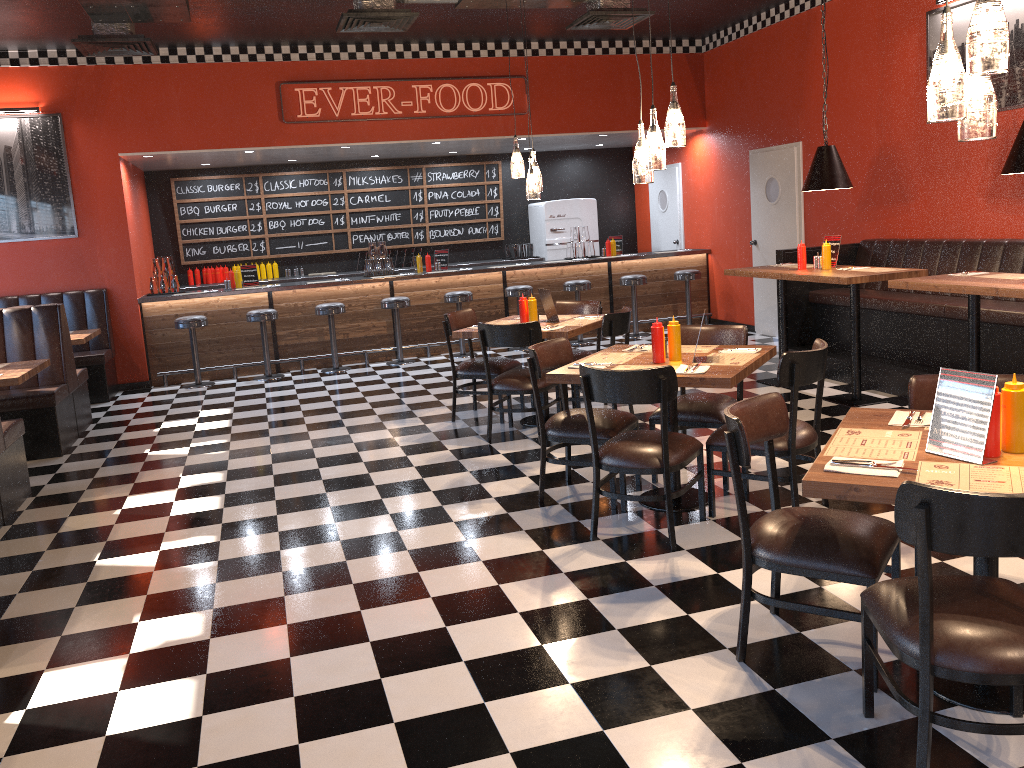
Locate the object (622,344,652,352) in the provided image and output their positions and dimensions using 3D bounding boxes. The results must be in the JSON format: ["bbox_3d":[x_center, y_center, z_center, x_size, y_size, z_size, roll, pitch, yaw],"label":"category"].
[{"bbox_3d":[0.738,-0.210,5.135,0.157,0.019,0.256,2,12,31],"label":"object"}]

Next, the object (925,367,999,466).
[{"bbox_3d":[1.331,0.092,2.627,0.072,0.255,0.189,-8,10,-25],"label":"object"}]

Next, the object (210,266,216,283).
[{"bbox_3d":[-4.079,-1.491,12.070,0.068,0.236,0.068,-6,8,-13],"label":"object"}]

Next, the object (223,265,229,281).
[{"bbox_3d":[-3.894,-1.505,12.074,0.068,0.236,0.068,-6,8,-13],"label":"object"}]

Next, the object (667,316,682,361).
[{"bbox_3d":[0.854,-0.240,4.656,0.068,0.236,0.068,-6,8,-10],"label":"object"}]

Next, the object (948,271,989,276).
[{"bbox_3d":[2.990,-0.729,5.835,0.255,0.019,0.158,-8,11,-19],"label":"object"}]

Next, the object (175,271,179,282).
[{"bbox_3d":[-4.528,-1.409,11.876,0.106,0.207,0.106,-9,10,-30],"label":"object"}]

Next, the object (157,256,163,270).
[{"bbox_3d":[-4.610,-1.571,11.641,0.106,0.207,0.106,-9,10,-30],"label":"object"}]

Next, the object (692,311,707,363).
[{"bbox_3d":[0.975,-0.252,4.620,0.072,0.255,0.189,-2,9,14],"label":"object"}]

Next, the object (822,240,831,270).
[{"bbox_3d":[2.498,-1.028,7.035,0.068,0.236,0.068,-11,11,-40],"label":"object"}]

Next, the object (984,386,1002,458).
[{"bbox_3d":[1.413,0.096,2.628,0.068,0.236,0.068,-6,8,-10],"label":"object"}]

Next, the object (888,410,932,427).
[{"bbox_3d":[1.406,0.122,3.091,0.157,0.019,0.256,2,12,31],"label":"object"}]

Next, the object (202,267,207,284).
[{"bbox_3d":[-4.172,-1.480,12.048,0.068,0.236,0.068,-6,8,-13],"label":"object"}]

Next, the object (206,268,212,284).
[{"bbox_3d":[-4.099,-1.473,11.981,0.068,0.236,0.068,-11,10,-38],"label":"object"}]

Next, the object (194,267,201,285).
[{"bbox_3d":[-4.253,-1.462,11.982,0.068,0.236,0.068,-4,8,1],"label":"object"}]

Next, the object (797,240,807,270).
[{"bbox_3d":[2.358,-1.050,7.208,0.068,0.236,0.068,-11,11,-40],"label":"object"}]

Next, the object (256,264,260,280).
[{"bbox_3d":[-3.506,-1.551,12.175,0.068,0.236,0.068,-11,11,-39],"label":"object"}]

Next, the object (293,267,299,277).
[{"bbox_3d":[-3.013,-1.570,12.369,0.047,0.135,0.094,0,10,29],"label":"object"}]

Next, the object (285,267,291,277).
[{"bbox_3d":[-3.118,-1.555,12.331,0.093,0.135,0.047,-1,9,19],"label":"object"}]

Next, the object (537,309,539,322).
[{"bbox_3d":[0.176,-0.531,6.770,0.047,0.135,0.094,-8,10,-25],"label":"object"}]

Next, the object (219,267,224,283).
[{"bbox_3d":[-3.972,-1.508,12.124,0.068,0.236,0.068,-6,8,-14],"label":"object"}]

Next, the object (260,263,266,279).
[{"bbox_3d":[-3.438,-1.566,12.229,0.068,0.236,0.068,-7,9,-18],"label":"object"}]

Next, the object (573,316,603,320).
[{"bbox_3d":[0.566,-0.514,6.844,0.255,0.019,0.158,0,11,23],"label":"object"}]

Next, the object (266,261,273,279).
[{"bbox_3d":[-3.359,-1.578,12.261,0.068,0.236,0.068,-6,8,-14],"label":"object"}]

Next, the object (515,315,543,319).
[{"bbox_3d":[0.124,-0.546,7.186,0.157,0.019,0.256,2,12,32],"label":"object"}]

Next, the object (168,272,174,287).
[{"bbox_3d":[-4.474,-1.371,11.650,0.106,0.207,0.106,-9,10,-30],"label":"object"}]

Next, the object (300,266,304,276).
[{"bbox_3d":[-2.929,-1.572,12.350,0.047,0.135,0.094,-7,9,-20],"label":"object"}]

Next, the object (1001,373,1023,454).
[{"bbox_3d":[1.503,0.085,2.651,0.068,0.236,0.068,-6,8,-10],"label":"object"}]

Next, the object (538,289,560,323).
[{"bbox_3d":[0.280,-0.602,6.777,0.072,0.255,0.189,-8,10,-25],"label":"object"}]

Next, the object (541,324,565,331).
[{"bbox_3d":[0.283,-0.408,6.384,0.157,0.019,0.257,2,12,30],"label":"object"}]

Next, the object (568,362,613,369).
[{"bbox_3d":[0.434,-0.103,4.676,0.255,0.019,0.158,2,12,28],"label":"object"}]

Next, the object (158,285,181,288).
[{"bbox_3d":[-4.541,-1.285,11.741,0.273,0.018,0.439,-7,11,-15],"label":"object"}]

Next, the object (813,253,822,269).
[{"bbox_3d":[2.473,-0.996,7.155,0.047,0.135,0.094,-8,10,-24],"label":"object"}]

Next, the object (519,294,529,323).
[{"bbox_3d":[0.088,-0.568,6.715,0.068,0.236,0.068,0,9,27],"label":"object"}]

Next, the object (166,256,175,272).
[{"bbox_3d":[-4.504,-1.585,11.676,0.106,0.207,0.106,-9,10,-30],"label":"object"}]

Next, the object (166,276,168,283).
[{"bbox_3d":[-4.610,-1.376,11.727,0.106,0.207,0.106,-9,10,-30],"label":"object"}]

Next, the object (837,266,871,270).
[{"bbox_3d":[2.647,-0.903,6.907,0.255,0.019,0.158,-8,11,-19],"label":"object"}]

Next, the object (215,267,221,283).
[{"bbox_3d":[-3.995,-1.489,12.028,0.068,0.236,0.068,-6,8,-13],"label":"object"}]

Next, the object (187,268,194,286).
[{"bbox_3d":[-4.339,-1.450,11.953,0.068,0.236,0.068,-11,10,-38],"label":"object"}]

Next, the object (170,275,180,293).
[{"bbox_3d":[-3.906,-1.153,10.256,0.106,0.207,0.106,-9,10,-30],"label":"object"}]

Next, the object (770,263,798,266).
[{"bbox_3d":[2.385,-1.055,7.824,0.255,0.019,0.158,-8,11,-19],"label":"object"}]

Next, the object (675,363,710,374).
[{"bbox_3d":[0.891,-0.080,4.377,0.157,0.019,0.257,0,11,22],"label":"object"}]

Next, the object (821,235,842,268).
[{"bbox_3d":[2.592,-1.078,7.218,0.072,0.255,0.189,-8,10,-24],"label":"object"}]

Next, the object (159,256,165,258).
[{"bbox_3d":[-4.631,-1.591,11.756,0.106,0.207,0.106,-9,10,-30],"label":"object"}]

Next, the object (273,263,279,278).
[{"bbox_3d":[-3.277,-1.588,12.285,0.068,0.236,0.068,-6,8,-13],"label":"object"}]

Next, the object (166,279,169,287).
[{"bbox_3d":[-4.063,-1.156,10.333,0.106,0.207,0.106,-9,10,-30],"label":"object"}]

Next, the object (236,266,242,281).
[{"bbox_3d":[-3.721,-1.516,12.071,0.068,0.236,0.068,-11,11,-39],"label":"object"}]

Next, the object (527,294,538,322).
[{"bbox_3d":[0.155,-0.560,6.649,0.068,0.236,0.068,-4,8,-1],"label":"object"}]

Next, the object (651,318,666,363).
[{"bbox_3d":[0.764,-0.230,4.633,0.068,0.236,0.068,-6,8,-10],"label":"object"}]

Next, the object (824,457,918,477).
[{"bbox_3d":[1.056,0.238,2.599,0.255,0.019,0.158,2,12,32],"label":"object"}]

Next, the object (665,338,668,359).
[{"bbox_3d":[0.802,-0.201,4.750,0.047,0.135,0.094,1,10,34],"label":"object"}]

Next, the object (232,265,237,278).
[{"bbox_3d":[-3.790,-1.523,12.132,0.068,0.236,0.068,-11,10,-38],"label":"object"}]

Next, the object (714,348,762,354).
[{"bbox_3d":[1.219,-0.186,4.822,0.255,0.019,0.158,2,12,30],"label":"object"}]

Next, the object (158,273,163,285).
[{"bbox_3d":[-4.583,-1.356,11.608,0.106,0.207,0.106,-9,10,-30],"label":"object"}]

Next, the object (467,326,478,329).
[{"bbox_3d":[-0.200,-0.436,6.720,0.255,0.019,0.158,3,12,33],"label":"object"}]
